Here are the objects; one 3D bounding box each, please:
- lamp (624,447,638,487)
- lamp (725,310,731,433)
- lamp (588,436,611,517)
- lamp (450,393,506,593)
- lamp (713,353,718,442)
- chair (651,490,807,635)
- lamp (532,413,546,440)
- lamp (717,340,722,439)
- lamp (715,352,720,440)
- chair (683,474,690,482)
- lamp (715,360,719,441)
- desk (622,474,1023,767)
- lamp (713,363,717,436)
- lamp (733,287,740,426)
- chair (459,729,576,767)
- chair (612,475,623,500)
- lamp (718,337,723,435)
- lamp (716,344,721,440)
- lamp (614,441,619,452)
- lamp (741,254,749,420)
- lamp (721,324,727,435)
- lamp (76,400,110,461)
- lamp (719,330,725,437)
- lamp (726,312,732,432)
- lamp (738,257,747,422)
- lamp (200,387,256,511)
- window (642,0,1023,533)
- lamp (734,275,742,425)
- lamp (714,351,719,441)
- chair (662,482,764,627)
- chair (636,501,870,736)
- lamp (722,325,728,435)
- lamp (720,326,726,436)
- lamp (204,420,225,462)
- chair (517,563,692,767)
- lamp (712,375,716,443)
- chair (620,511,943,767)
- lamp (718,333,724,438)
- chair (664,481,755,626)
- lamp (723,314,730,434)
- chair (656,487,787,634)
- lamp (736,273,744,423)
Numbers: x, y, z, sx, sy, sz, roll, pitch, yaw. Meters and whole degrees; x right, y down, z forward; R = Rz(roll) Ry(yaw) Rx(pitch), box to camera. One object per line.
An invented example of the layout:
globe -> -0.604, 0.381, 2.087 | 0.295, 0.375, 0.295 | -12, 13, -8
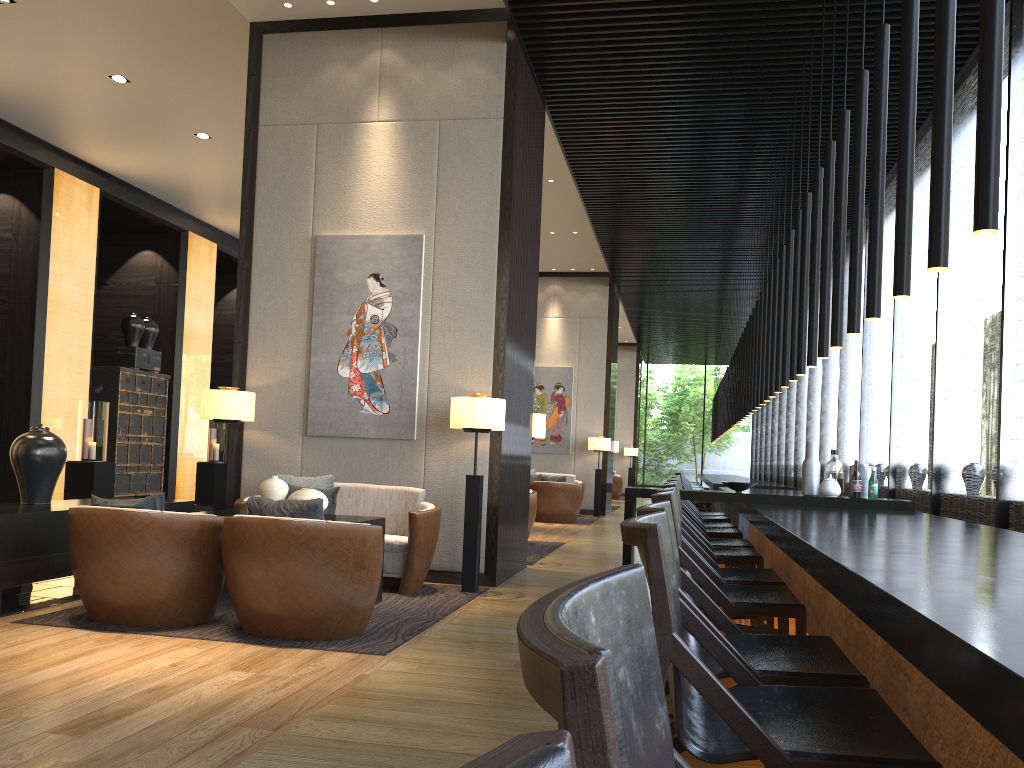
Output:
lamp -> 3.159, 2.353, 23.642 | 0.374, 1.349, 0.375 | 1, -2, 41
lamp -> 4.146, -0.276, 16.960 | 0.060, 2.416, 0.060 | 3, -2, -24
lamp -> 1.445, 1.546, 14.817 | 0.374, 1.349, 0.376 | 1, -2, 30
lamp -> -0.257, 0.744, 6.059 | 0.374, 1.349, 0.375 | 1, -2, 41
lamp -> 5.410, 0.319, 23.462 | 0.060, 2.416, 0.060 | 2, -1, 16
chair -> 0.754, 0.814, 3.207 | 0.563, 0.826, 0.527 | 2, -2, 11
lamp -> 0.088, 0.907, 7.833 | 0.375, 1.349, 0.375 | 2, -2, 1
lamp -> 4.929, 0.092, 20.987 | 0.060, 2.416, 0.060 | 3, -2, -24
lamp -> 5.125, 0.184, 21.994 | 0.060, 2.416, 0.060 | 3, -2, -24
chair -> 4.778, 2.709, 23.917 | 0.563, 0.826, 0.527 | 2, -2, 11
lamp -> 5.221, 0.230, 22.493 | 0.060, 2.416, 0.060 | 2, -1, 16
desk -> 2.566, 1.536, 10.592 | 1.779, 0.758, 28.820 | 2, -5, 11
lamp -> 5.508, 0.365, 23.965 | 0.060, 2.416, 0.060 | 2, -1, 16
lamp -> 3.585, -0.541, 14.072 | 0.060, 2.416, 0.060 | 3, -2, -24
chair -> 0.144, 0.526, 0.065 | 0.563, 0.826, 0.527 | 2, -2, 11
chair -> 2.343, 2.551, 21.935 | 0.803, 0.603, 0.608 | 2, -3, 11
lamp -> 4.832, 0.046, 20.487 | 0.060, 2.416, 0.060 | 3, -2, -24
lamp -> 5.027, 0.138, 21.491 | 0.060, 2.416, 0.060 | 3, -2, -24
lamp -> 1.789, 1.708, 16.592 | 0.374, 1.349, 0.376 | 1, -2, 30
lamp -> 3.209, -0.718, 12.135 | 0.060, 2.416, 0.060 | 2, -1, 6
lamp -> 4.439, -0.139, 18.466 | 0.060, 2.416, 0.060 | 3, -2, -24
lamp -> -5.151, 0.578, 10.881 | 0.336, 0.728, 0.337 | 2, -2, 17
lamp -> 4.637, -0.045, 19.485 | 0.060, 2.416, 0.060 | 3, -2, -24
lamp -> 4.048, -0.323, 16.453 | 0.060, 2.416, 0.060 | 3, -2, -24
lamp -> 3.307, -0.672, 12.638 | 0.060, 2.416, 0.060 | 3, -2, -24
lamp -> -2.084, 0.699, 6.416 | 0.375, 1.346, 0.375 | 3, -2, -28
window -> -1.460, -0.257, 11.959 | 12.048, 4.219, 31.981 | 2, -5, 11
lamp -> 3.500, -0.581, 13.634 | 0.060, 2.416, 0.060 | 3, -2, -24
lamp -> 5.318, 0.275, 22.990 | 0.060, 2.416, 0.060 | 2, -1, 16
chair -> 1.057, 0.956, 4.765 | 0.563, 0.826, 0.527 | 2, -2, 11
chair -> 0.561, 0.723, 2.213 | 0.563, 0.826, 0.527 | 2, -2, 11
lamp -> 4.342, -0.184, 17.967 | 0.060, 2.416, 0.060 | 3, -2, -24
lamp -> 4.539, -0.091, 18.981 | 0.060, 2.416, 0.060 | 3, -2, -24
lamp -> -4.591, 0.842, 13.763 | 0.336, 0.728, 0.337 | 2, -2, 13
chair -> 0.253, 0.578, 0.629 | 0.563, 0.826, 0.527 | 2, -2, 11
lamp -> 5.604, 0.410, 24.464 | 0.060, 2.416, 0.060 | 2, -1, 16
chair -> 0.451, 0.671, 1.649 | 0.563, 0.826, 0.527 | 2, -2, 11
lamp -> 4.735, 0.001, 19.988 | 0.060, 2.416, 0.060 | 3, -2, -24
chair -> 1.166, 1.008, 5.330 | 0.563, 0.826, 0.527 | 2, -2, 11
lamp -> 4.244, -0.230, 17.464 | 0.060, 2.416, 0.060 | 3, -2, -24
chair -> 0.864, 0.865, 3.771 | 0.563, 0.826, 0.527 | 2, -2, 11
lamp -> 3.404, -0.626, 13.136 | 0.060, 2.416, 0.060 | 3, -2, -24
